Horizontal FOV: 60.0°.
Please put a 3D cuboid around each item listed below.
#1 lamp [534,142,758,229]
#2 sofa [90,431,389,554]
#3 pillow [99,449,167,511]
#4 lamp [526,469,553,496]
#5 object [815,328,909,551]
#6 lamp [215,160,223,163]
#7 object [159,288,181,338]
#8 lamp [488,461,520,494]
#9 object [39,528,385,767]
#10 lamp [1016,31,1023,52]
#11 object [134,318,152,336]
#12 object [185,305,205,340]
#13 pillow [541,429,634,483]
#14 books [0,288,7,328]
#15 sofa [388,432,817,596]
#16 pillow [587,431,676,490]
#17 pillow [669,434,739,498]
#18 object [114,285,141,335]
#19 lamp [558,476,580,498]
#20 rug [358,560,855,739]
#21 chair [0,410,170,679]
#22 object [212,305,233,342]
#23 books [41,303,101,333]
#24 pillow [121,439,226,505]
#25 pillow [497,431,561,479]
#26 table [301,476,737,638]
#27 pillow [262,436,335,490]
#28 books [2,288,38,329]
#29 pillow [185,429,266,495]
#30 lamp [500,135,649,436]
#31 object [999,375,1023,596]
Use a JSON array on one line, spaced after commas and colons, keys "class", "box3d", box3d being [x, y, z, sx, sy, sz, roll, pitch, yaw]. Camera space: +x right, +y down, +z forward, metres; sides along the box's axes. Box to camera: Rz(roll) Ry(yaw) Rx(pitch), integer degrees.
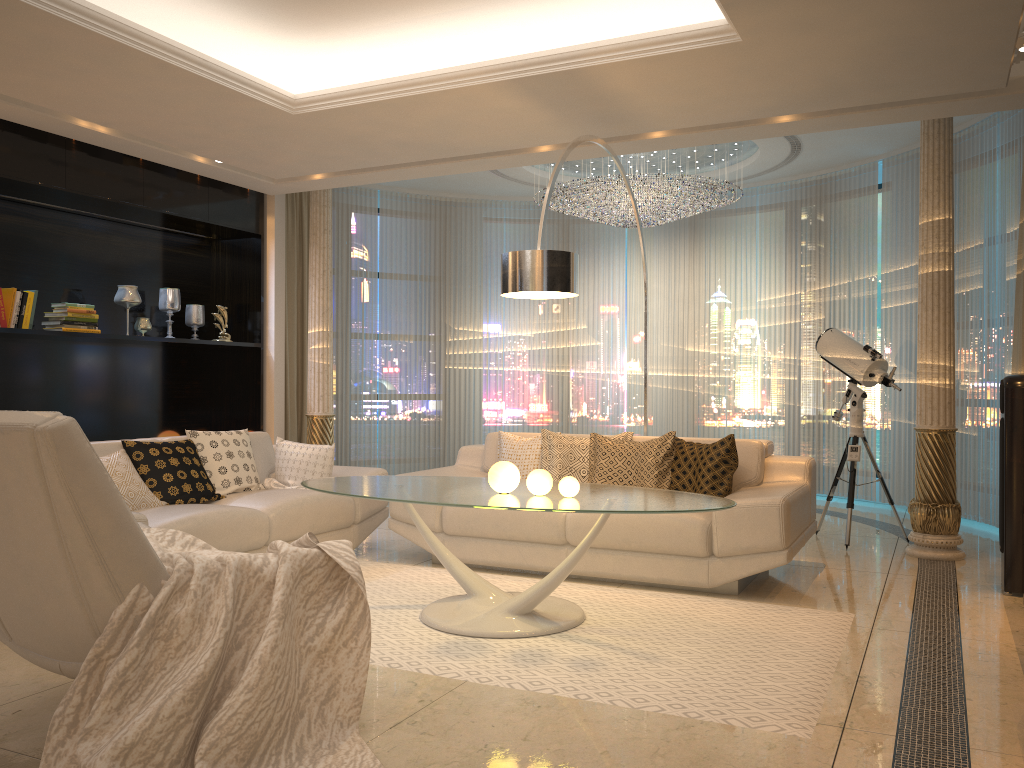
[{"class": "lamp", "box3d": [1.110, -1.734, 7.884, 2.109, 0.685, 2.109, 0, 0, -19]}, {"class": "sofa", "box3d": [-1.794, 0.687, 4.973, 1.145, 0.754, 2.328, 0, 0, 26]}, {"class": "pillow", "box3d": [-2.052, 0.515, 4.522, 0.351, 0.329, 0.521, 0, 0, 26]}, {"class": "lamp", "box3d": [0.120, 0.429, 3.870, 0.115, 0.115, 0.115, 0, 0, -39]}, {"class": "object", "box3d": [2.301, 0.342, 5.961, 0.616, 1.471, 0.570, 0, 0, 32]}, {"class": "lamp", "box3d": [-2.084, -1.649, 6.336, 0.107, 0.127, 0.107, 0, 0, 7]}, {"class": "object", "box3d": [-2.712, -0.540, 7.027, 0.156, 0.426, 0.156, 0, 0, 31]}, {"class": "lamp", "box3d": [-0.035, 0.415, 3.945, 0.143, 0.143, 0.143, 0, 0, 10]}, {"class": "object", "box3d": [-0.981, 0.767, 2.754, 0.972, 0.580, 1.347, 0, 0, -27]}, {"class": "lamp", "box3d": [2.450, -1.648, 4.213, 0.107, 0.127, 0.107, 0, 0, 7]}, {"class": "object", "box3d": [-2.768, -0.417, 6.654, 0.119, 0.154, 0.119, 0, 0, 36]}, {"class": "object", "box3d": [-2.593, -0.485, 7.257, 0.147, 0.317, 0.147, 0, 0, 28]}, {"class": "pillow", "box3d": [0.451, 0.490, 5.423, 0.587, 0.429, 0.288, 0, 0, 1]}, {"class": "books", "box3d": [-3.276, -0.477, 5.441, 0.208, 0.270, 0.240, 0, 0, 26]}, {"class": "sofa", "box3d": [0.535, 0.695, 5.287, 2.328, 0.754, 1.145, 0, 0, 26]}, {"class": "pillow", "box3d": [0.706, 0.485, 5.218, 0.575, 0.436, 0.301, 0, 0, 32]}, {"class": "pillow", "box3d": [1.056, 0.486, 5.020, 0.301, 0.436, 0.575, 0, 0, -33]}, {"class": "object", "box3d": [-2.835, -0.531, 6.542, 0.181, 0.381, 0.181, 0, 0, 20]}, {"class": "lamp", "box3d": [0.245, 0.442, 3.809, 0.090, 0.091, 0.090, 0, 0, -14]}, {"class": "rug", "box3d": [-0.040, 1.064, 4.035, 2.900, 0.020, 1.661, 0, 0, 26]}, {"class": "chair", "box3d": [-1.190, 0.569, 2.796, 1.027, 0.991, 0.983, 0, 0, 25]}, {"class": "object", "box3d": [-2.352, -0.486, 7.187, 0.116, 0.293, 0.182, 0, 0, 23]}, {"class": "books", "box3d": [-3.006, -0.443, 6.061, 0.260, 0.197, 0.296, 0, 0, 28]}, {"class": "pillow", "box3d": [-1.861, 0.481, 4.939, 0.323, 0.355, 0.524, 0, 0, 26]}, {"class": "pillow", "box3d": [0.080, 0.490, 5.571, 0.463, 0.380, 0.222, 0, 0, 30]}, {"class": "table", "box3d": [-0.058, 0.769, 4.055, 2.140, 0.565, 0.999, 0, 0, 25]}, {"class": "pillow", "box3d": [-1.345, 0.496, 5.518, 0.521, 0.325, 0.281, 0, 0, 35]}, {"class": "books", "box3d": [-3.178, -0.473, 5.651, 0.212, 0.261, 0.210, 0, 0, 26]}, {"class": "pillow", "box3d": [-1.700, 0.467, 5.369, 0.255, 0.399, 0.526, 0, 0, 26]}, {"class": "lamp", "box3d": [0.491, -0.189, 5.186, 0.393, 2.519, 2.009, 0, 0, 26]}, {"class": "object", "box3d": [2.762, 0.515, 4.537, 0.468, 1.127, 0.285, 0, 0, 26]}]
